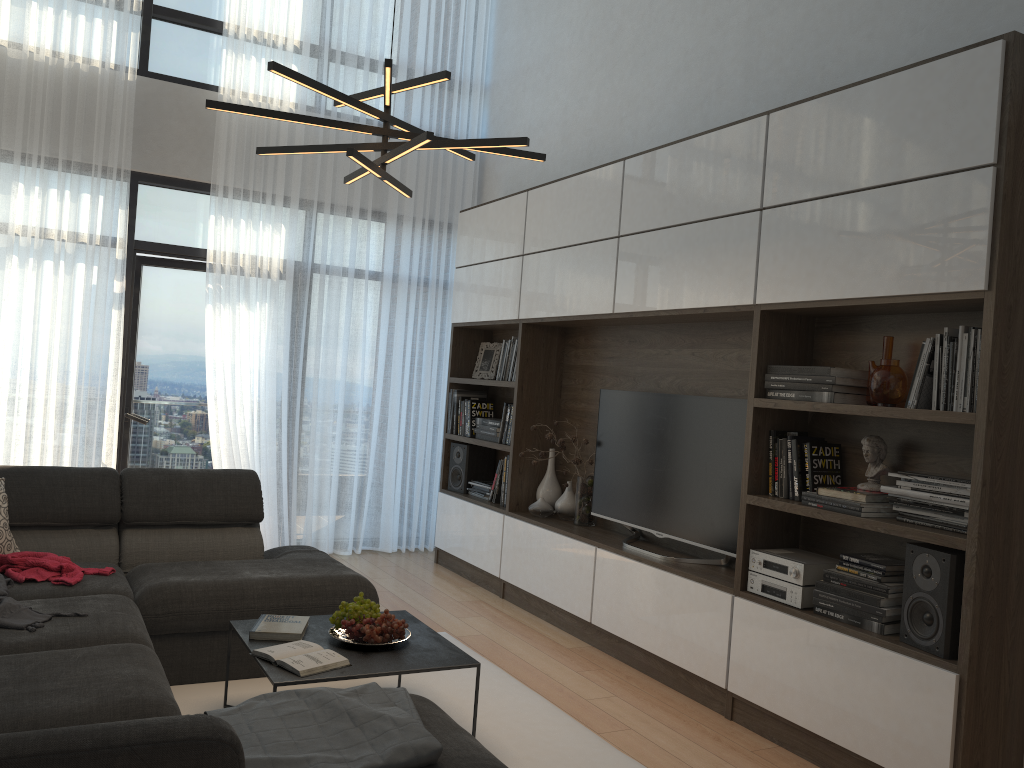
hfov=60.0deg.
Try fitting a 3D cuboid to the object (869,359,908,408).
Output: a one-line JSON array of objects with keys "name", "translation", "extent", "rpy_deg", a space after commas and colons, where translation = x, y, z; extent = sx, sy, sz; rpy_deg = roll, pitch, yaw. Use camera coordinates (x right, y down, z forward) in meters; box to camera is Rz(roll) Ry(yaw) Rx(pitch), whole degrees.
[{"name": "object", "translation": [1.357, -0.002, 3.197], "extent": [0.130, 0.171, 0.130], "rpy_deg": [4, 0, 11]}]

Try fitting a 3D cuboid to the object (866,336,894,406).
[{"name": "object", "translation": [1.382, -0.047, 3.338], "extent": [0.081, 0.265, 0.082], "rpy_deg": [4, 0, -7]}]

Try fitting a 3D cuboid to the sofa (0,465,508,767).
[{"name": "sofa", "translation": [-1.249, 0.716, 2.960], "extent": [2.108, 0.995, 3.169], "rpy_deg": [4, 0, -28]}]

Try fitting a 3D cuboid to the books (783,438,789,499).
[{"name": "books", "translation": [1.163, 0.342, 3.589], "extent": [0.169, 0.242, 0.050], "rpy_deg": [4, 0, -29]}]

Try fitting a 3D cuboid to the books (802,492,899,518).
[{"name": "books", "translation": [1.276, 0.448, 3.302], "extent": [0.250, 0.047, 0.310], "rpy_deg": [4, 0, -23]}]

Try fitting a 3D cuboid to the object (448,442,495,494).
[{"name": "object", "translation": [-0.288, 0.585, 6.191], "extent": [0.244, 0.331, 0.214], "rpy_deg": [4, 0, -38]}]

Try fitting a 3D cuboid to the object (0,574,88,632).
[{"name": "object", "translation": [-1.872, 0.750, 3.071], "extent": [0.905, 0.118, 0.411], "rpy_deg": [4, 0, 38]}]

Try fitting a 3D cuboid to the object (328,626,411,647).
[{"name": "object", "translation": [-0.513, 0.907, 3.194], "extent": [0.295, 0.026, 0.295], "rpy_deg": [4, 0, -35]}]

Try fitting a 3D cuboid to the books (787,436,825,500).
[{"name": "books", "translation": [1.186, 0.339, 3.569], "extent": [0.193, 0.255, 0.066], "rpy_deg": [4, 0, -29]}]

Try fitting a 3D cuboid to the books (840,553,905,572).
[{"name": "books", "translation": [1.348, 0.656, 3.266], "extent": [0.161, 0.023, 0.213], "rpy_deg": [4, 0, -25]}]

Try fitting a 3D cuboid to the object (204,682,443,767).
[{"name": "object", "translation": [-0.488, 0.974, 2.226], "extent": [0.548, 0.369, 0.685], "rpy_deg": [4, 0, -21]}]

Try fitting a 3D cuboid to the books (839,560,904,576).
[{"name": "books", "translation": [1.332, 0.674, 3.261], "extent": [0.142, 0.015, 0.198], "rpy_deg": [4, 0, -30]}]

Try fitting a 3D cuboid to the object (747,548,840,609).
[{"name": "object", "translation": [1.131, 0.768, 3.519], "extent": [0.270, 0.174, 0.285], "rpy_deg": [4, 0, -28]}]

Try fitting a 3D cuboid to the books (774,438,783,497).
[{"name": "books", "translation": [1.153, 0.345, 3.636], "extent": [0.189, 0.240, 0.053], "rpy_deg": [4, 0, -28]}]

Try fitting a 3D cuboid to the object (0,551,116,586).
[{"name": "object", "translation": [-1.901, 0.721, 3.521], "extent": [0.536, 0.077, 0.323], "rpy_deg": [4, 0, 6]}]

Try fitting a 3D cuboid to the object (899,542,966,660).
[{"name": "object", "translation": [1.460, 0.712, 2.941], "extent": [0.244, 0.331, 0.214], "rpy_deg": [4, 0, -18]}]

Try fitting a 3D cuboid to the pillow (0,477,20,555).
[{"name": "pillow", "translation": [-1.723, 0.622, 2.581], "extent": [0.386, 0.364, 2.734], "rpy_deg": [4, 0, -25]}]

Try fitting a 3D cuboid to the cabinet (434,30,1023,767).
[{"name": "cabinet", "translation": [0.628, 0.099, 4.566], "extent": [0.338, 2.494, 4.036], "rpy_deg": [4, 0, -28]}]

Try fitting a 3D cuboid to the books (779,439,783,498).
[{"name": "books", "translation": [1.158, 0.346, 3.612], "extent": [0.170, 0.236, 0.049], "rpy_deg": [4, 0, -28]}]

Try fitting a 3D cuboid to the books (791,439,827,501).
[{"name": "books", "translation": [1.193, 0.345, 3.539], "extent": [0.177, 0.242, 0.066], "rpy_deg": [4, 0, -29]}]

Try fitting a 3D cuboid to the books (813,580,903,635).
[{"name": "books", "translation": [1.301, 0.807, 3.239], "extent": [0.248, 0.123, 0.307], "rpy_deg": [4, 0, -33]}]

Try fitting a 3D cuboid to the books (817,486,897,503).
[{"name": "books", "translation": [1.307, 0.411, 3.307], "extent": [0.266, 0.030, 0.209], "rpy_deg": [4, 0, -35]}]

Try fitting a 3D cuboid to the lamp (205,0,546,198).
[{"name": "lamp", "translation": [-0.324, -2.541, 3.124], "extent": [1.200, 3.645, 0.831], "rpy_deg": [4, 0, -18]}]

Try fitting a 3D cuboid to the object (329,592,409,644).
[{"name": "object", "translation": [-0.498, 0.837, 3.192], "extent": [0.256, 0.173, 0.279], "rpy_deg": [4, 0, -31]}]

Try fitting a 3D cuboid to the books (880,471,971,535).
[{"name": "books", "translation": [1.477, 0.399, 3.002], "extent": [0.224, 0.176, 0.374], "rpy_deg": [4, 0, -29]}]

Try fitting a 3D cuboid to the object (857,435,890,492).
[{"name": "object", "translation": [1.367, 0.297, 3.340], "extent": [0.116, 0.207, 0.117], "rpy_deg": [4, 0, 12]}]

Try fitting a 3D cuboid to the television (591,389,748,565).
[{"name": "television", "translation": [0.763, 0.438, 4.363], "extent": [0.229, 0.779, 1.220], "rpy_deg": [4, 0, -28]}]

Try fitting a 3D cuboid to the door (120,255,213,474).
[{"name": "door", "translation": [-2.111, 0.147, 6.185], "extent": [1.118, 1.976, 0.206], "rpy_deg": [4, 0, -18]}]

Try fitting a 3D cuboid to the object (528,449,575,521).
[{"name": "object", "translation": [0.278, 0.594, 5.283], "extent": [0.313, 0.397, 0.313], "rpy_deg": [4, 0, 14]}]

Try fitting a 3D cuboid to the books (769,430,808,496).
[{"name": "books", "translation": [1.142, 0.328, 3.666], "extent": [0.202, 0.268, 0.053], "rpy_deg": [4, 0, -29]}]

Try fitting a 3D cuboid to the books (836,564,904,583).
[{"name": "books", "translation": [1.329, 0.693, 3.259], "extent": [0.161, 0.023, 0.213], "rpy_deg": [4, 0, -25]}]

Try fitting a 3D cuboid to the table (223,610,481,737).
[{"name": "table", "translation": [-0.590, 1.076, 3.159], "extent": [0.700, 0.323, 0.700], "rpy_deg": [4, 0, -28]}]

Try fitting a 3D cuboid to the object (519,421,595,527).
[{"name": "object", "translation": [0.302, 0.495, 5.095], "extent": [0.542, 0.598, 0.317], "rpy_deg": [4, 0, 7]}]

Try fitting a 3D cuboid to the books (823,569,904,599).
[{"name": "books", "translation": [1.322, 0.725, 3.254], "extent": [0.224, 0.042, 0.277], "rpy_deg": [4, 0, -33]}]
